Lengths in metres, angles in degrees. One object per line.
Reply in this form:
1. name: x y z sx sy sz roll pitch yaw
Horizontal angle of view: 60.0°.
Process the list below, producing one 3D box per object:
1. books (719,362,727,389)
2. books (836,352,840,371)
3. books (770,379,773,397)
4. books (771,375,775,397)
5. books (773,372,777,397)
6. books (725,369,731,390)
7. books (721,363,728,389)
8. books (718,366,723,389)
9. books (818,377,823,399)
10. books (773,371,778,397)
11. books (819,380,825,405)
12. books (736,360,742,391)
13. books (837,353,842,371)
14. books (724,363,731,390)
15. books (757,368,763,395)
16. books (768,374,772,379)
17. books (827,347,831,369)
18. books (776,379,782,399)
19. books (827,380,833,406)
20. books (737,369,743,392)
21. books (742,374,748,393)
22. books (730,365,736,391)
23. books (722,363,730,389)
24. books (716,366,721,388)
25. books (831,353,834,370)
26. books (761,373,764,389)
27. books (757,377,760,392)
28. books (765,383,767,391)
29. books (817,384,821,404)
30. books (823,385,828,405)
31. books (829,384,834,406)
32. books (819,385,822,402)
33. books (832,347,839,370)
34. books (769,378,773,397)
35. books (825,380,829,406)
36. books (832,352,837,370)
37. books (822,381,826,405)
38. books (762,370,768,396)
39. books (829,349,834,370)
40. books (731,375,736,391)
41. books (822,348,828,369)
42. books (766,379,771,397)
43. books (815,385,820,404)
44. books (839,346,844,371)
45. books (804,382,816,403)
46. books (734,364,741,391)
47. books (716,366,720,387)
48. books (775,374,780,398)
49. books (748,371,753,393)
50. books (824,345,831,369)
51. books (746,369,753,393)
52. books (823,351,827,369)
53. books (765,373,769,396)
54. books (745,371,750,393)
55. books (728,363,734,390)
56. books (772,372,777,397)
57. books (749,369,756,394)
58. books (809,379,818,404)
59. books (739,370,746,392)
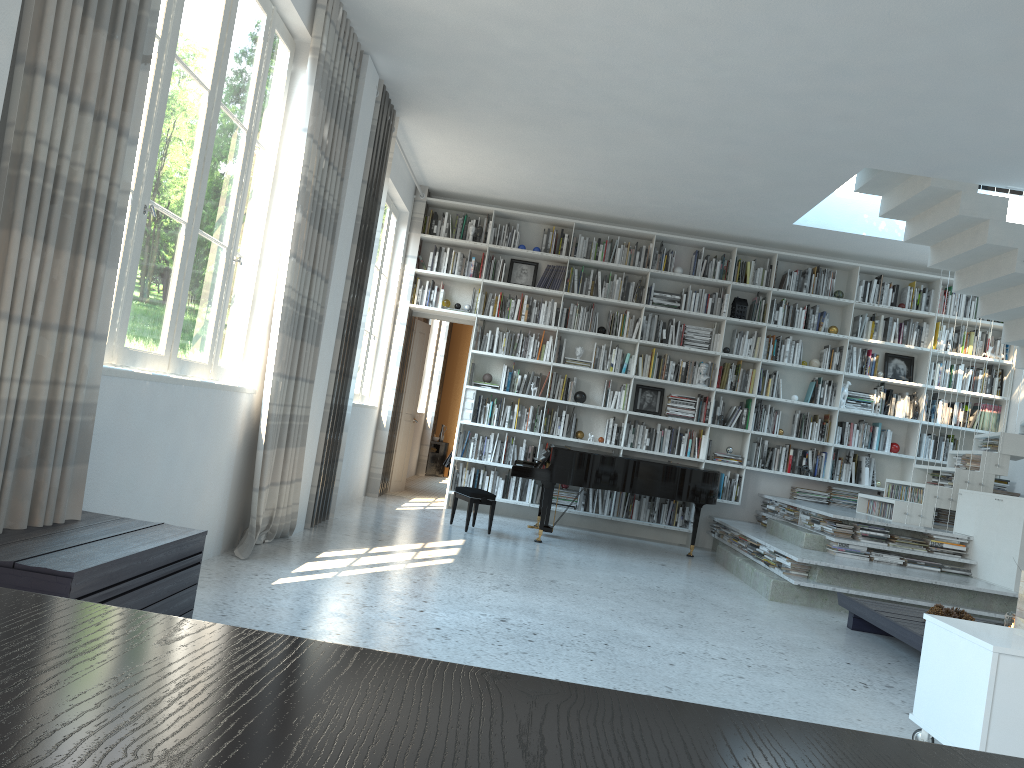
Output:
1. books: 2.185 -0.077 9.214 0.035 0.293 0.145 9 -2 2
2. books: 3.345 -0.221 9.190 0.013 0.204 0.174 9 -2 2
3. books: 2.674 0.042 9.198 0.007 0.211 0.158 9 -2 2
4. books: 2.688 0.029 9.210 0.017 0.242 0.132 9 -2 2
5. books: 2.707 0.016 9.206 0.006 0.273 0.167 9 -2 2
6. books: 2.237 -0.038 9.213 0.015 0.231 0.180 9 -2 2
7. books: 2.197 -0.074 9.224 0.035 0.293 0.145 9 -2 2
8. books: 2.152 -0.058 9.240 0.013 0.246 0.176 9 -2 2
9. books: 3.171 0.079 9.202 0.013 0.295 0.154 9 -2 2
10. books: 2.718 0.011 9.206 0.013 0.287 0.159 9 -2 2
11. books: 3.190 0.098 9.187 0.018 0.263 0.165 9 -2 2
12. books: 2.338 -0.075 9.214 0.021 0.337 0.169 9 -2 2
13. books: 3.370 -0.218 9.193 0.012 0.206 0.169 9 -2 2
14. books: 2.223 -0.070 9.224 0.035 0.293 0.145 9 -2 2
15. books: 2.560 -0.015 9.201 0.035 0.287 0.191 9 -2 2
16. books: 2.655 0.023 9.206 0.008 0.242 0.169 9 -2 2
17. books: 3.267 -0.253 9.209 0.016 0.243 0.151 9 -2 2
18. books: 2.762 0.057 9.184 0.051 0.210 0.176 9 -2 2
19. books: 3.261 0.103 9.172 0.012 0.273 0.184 9 -2 2
20. books: 2.350 -0.030 9.216 0.033 0.253 0.174 9 -2 2
21. books: 2.393 0.001 9.197 0.034 0.204 0.181 9 -2 2
22. books: 2.277 -0.054 9.233 0.035 0.278 0.139 9 -2 2
23. books: 2.210 -0.073 9.209 0.035 0.293 0.145 9 -2 2
24. books: 2.137 -0.059 9.229 0.014 0.244 0.145 9 -2 2
25. books: 3.306 -0.227 9.214 0.012 0.206 0.137 9 -2 2
26. books: 2.578 0.011 9.219 0.007 0.244 0.145 9 -2 2
27. books: 2.534 0.016 9.210 0.015 0.220 0.155 9 -2 2
28. books: 2.610 0.041 9.206 0.014 0.192 0.147 9 -2 2
29. books: 3.152 0.114 9.185 0.013 0.219 0.187 9 -2 2
30. books: 3.216 0.121 9.179 0.012 0.224 0.178 9 -2 2
31. books: 3.284 0.122 9.192 0.013 0.244 0.158 9 -2 2
32. books: 3.175 0.113 9.202 0.007 0.230 0.146 9 -2 2
33. books: 3.336 -0.249 9.192 0.016 0.257 0.176 9 -2 2
34. books: 2.663 0.041 9.206 0.014 0.209 0.156 9 -2 2
35. books: 3.239 0.100 9.195 0.032 0.274 0.154 9 -2 2
36. books: 3.317 -0.224 9.202 0.013 0.202 0.173 9 -2 2
37. books: 3.206 0.102 9.187 0.015 0.259 0.152 9 -2 2
38. books: 2.603 -0.004 9.184 0.013 0.279 0.192 9 -2 2
39. books: 3.293 -0.240 9.209 0.016 0.228 0.160 9 -2 2
40. books: 2.294 -0.002 9.233 0.030 0.181 0.131 9 -2 2
41. books: 3.238 -0.251 9.210 0.012 0.232 0.154 9 -2 2
42. books: 2.639 0.045 9.180 0.017 0.192 0.191 9 -2 2
43. books: 3.142 0.117 9.185 0.006 0.209 0.188 9 -2 2
44. books: 3.384 -0.252 9.188 0.005 0.278 0.182 9 -2 2
45. books: 3.086 0.094 9.200 0.056 0.241 0.153 9 -2 2
46. books: 2.322 -0.056 9.195 0.019 0.293 0.182 9 -2 2
47. books: 2.121 -0.068 9.231 0.015 0.255 0.150 9 -2 2
48. books: 2.737 0.031 9.213 0.007 0.254 0.161 9 -2 2
49. books: 2.464 -0.009 9.225 0.019 0.247 0.149 9 -2 2
50. books: 3.253 -0.267 9.198 0.015 0.267 0.164 9 -2 2
51. books: 2.447 -0.022 9.211 0.032 0.266 0.143 9 -2 2
52. books: 3.227 -0.239 9.212 0.005 0.205 0.154 9 -2 2
53. books: 2.629 0.013 9.212 0.013 0.256 0.144 9 -2 2
54. books: 2.421 -0.012 9.216 0.028 0.239 0.145 9 -2 2
55. books: 2.259 -0.066 9.211 0.019 0.294 0.164 9 -2 2
56. books: 2.701 0.017 9.201 0.006 0.270 0.178 9 -2 2
57. books: 2.485 -0.016 9.222 0.033 0.268 0.142 9 -2 2
58. books: 3.125 0.087 9.193 0.021 0.264 0.174 9 -2 2
59. books: 2.371 -0.022 9.190 0.027 0.242 0.188 9 -2 2
